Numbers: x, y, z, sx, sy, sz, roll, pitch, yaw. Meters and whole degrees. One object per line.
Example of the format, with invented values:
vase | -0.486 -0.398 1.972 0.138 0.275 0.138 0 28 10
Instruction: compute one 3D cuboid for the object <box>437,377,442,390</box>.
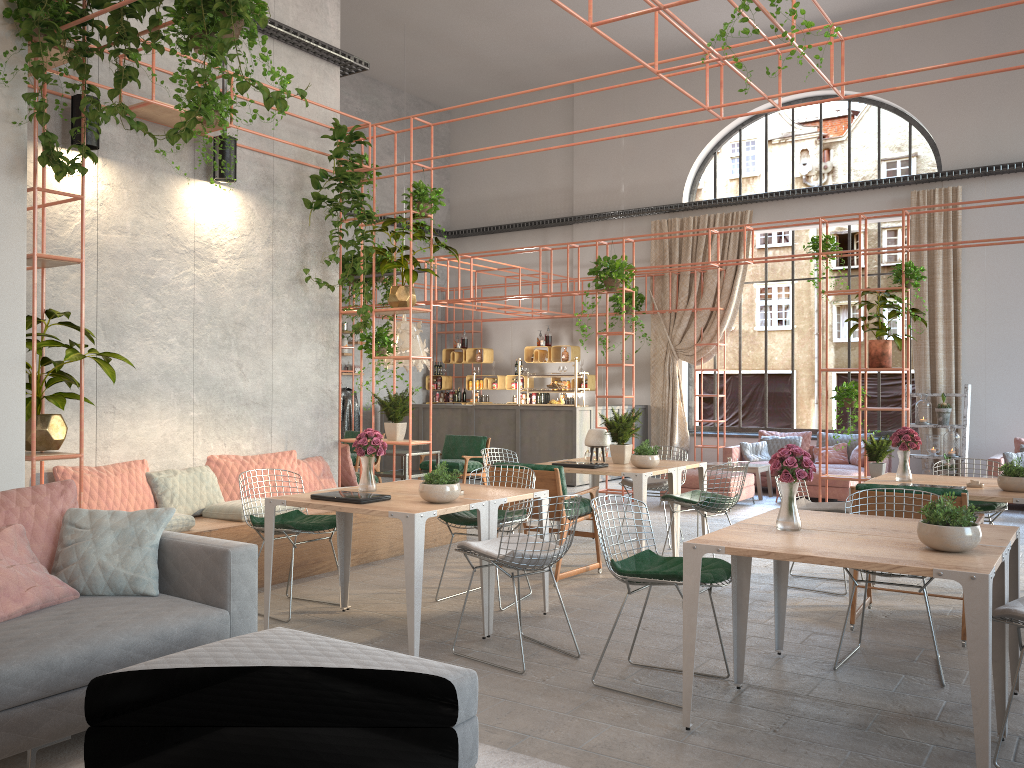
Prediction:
object | -1.417 -0.014 17.493 0.094 0.248 0.072 0 0 34

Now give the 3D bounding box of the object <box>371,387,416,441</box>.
object | -1.105 0.279 8.441 0.368 0.527 0.438 0 0 34

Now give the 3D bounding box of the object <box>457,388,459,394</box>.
object | -1.048 0.214 17.344 0.074 0.287 0.072 0 0 -24

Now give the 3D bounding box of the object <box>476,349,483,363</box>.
object | -0.632 -0.537 17.088 0.137 0.261 0.137 0 0 -20

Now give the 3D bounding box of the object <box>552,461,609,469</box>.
object | 0.593 0.705 7.719 0.427 0.031 0.268 0 0 34

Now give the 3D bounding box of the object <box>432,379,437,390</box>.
object | -1.540 0.012 17.591 0.131 0.207 0.131 0 0 -11

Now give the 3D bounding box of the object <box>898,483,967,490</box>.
object | 2.916 0.729 6.185 0.427 0.031 0.268 0 0 34

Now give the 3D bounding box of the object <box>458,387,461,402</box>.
object | -1.020 0.211 17.227 0.066 0.291 0.066 0 0 18

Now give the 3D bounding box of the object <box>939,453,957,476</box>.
object | 6.010 1.186 12.214 0.236 0.464 0.225 0 0 12

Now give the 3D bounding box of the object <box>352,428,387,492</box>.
object | -0.931 0.497 5.800 0.225 0.414 0.213 0 0 26

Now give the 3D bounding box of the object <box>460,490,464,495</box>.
object | -0.363 0.670 5.648 0.115 0.078 0.115 0 0 39

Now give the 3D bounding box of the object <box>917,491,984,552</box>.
object | 1.842 0.579 3.745 0.252 0.247 0.247 0 0 34

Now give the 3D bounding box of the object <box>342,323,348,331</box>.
object | -2.985 -1.017 15.744 0.133 0.145 0.133 0 0 -4

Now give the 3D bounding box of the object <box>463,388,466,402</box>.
object | -0.932 0.214 17.374 0.074 0.287 0.072 0 0 -24

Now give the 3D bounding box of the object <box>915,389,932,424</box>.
object | 5.879 0.324 12.668 0.216 0.500 0.216 0 0 -24

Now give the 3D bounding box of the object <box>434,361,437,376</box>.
object | -1.510 -0.311 17.559 0.066 0.291 0.066 0 0 4

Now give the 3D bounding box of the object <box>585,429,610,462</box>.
object | 0.800 0.576 8.293 0.241 0.313 0.241 0 0 -11

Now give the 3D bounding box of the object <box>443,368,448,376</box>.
object | -1.340 -0.239 17.621 0.115 0.147 0.115 0 0 -11

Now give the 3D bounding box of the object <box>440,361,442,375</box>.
object | -1.420 -0.310 17.690 0.066 0.291 0.066 0 0 -16

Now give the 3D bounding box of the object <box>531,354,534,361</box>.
object | 0.409 -0.481 16.400 0.097 0.148 0.097 0 0 30

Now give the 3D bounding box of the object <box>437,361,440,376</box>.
object | -1.468 -0.311 17.624 0.066 0.291 0.066 0 0 40

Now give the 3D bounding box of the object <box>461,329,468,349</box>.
object | -0.928 -0.880 17.339 0.134 0.386 0.134 0 0 -22

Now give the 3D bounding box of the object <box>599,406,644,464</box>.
object | 0.996 0.458 8.031 0.368 0.527 0.438 0 0 34

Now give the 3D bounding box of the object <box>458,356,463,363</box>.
object | -0.983 -0.478 17.247 0.141 0.142 0.123 0 0 34

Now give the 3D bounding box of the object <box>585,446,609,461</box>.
object | 0.808 0.648 8.448 0.210 0.154 0.165 0 0 23

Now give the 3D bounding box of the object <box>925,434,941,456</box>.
object | 5.931 0.861 12.478 0.223 0.297 0.223 0 0 -37

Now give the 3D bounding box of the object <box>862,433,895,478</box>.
object | 4.164 0.811 10.076 0.368 0.527 0.438 0 0 34

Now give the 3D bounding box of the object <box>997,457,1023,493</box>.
object | 3.463 0.623 6.078 0.252 0.247 0.247 0 0 34

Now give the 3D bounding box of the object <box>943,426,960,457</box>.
object | 6.110 0.794 12.320 0.216 0.430 0.219 0 0 27

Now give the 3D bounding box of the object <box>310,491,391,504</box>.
object | -0.977 0.685 5.373 0.427 0.031 0.268 0 0 34

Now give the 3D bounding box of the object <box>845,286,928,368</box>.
object | 4.283 -0.654 10.094 0.923 0.946 0.924 0 0 0

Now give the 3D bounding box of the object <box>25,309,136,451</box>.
object | -2.943 -0.039 5.598 0.934 0.919 0.903 0 0 5

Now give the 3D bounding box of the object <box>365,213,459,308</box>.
object | -0.974 -1.188 8.489 0.934 0.947 0.903 0 0 -5

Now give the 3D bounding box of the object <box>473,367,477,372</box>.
object | -0.718 -0.246 17.046 0.083 0.159 0.083 0 0 43

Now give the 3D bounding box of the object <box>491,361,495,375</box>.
object | -0.355 -0.301 16.953 0.075 0.273 0.075 0 0 0

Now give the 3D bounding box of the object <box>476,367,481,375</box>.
object | -0.643 -0.246 16.996 0.083 0.159 0.083 0 0 43

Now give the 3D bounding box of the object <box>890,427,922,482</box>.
object | 2.977 0.529 6.711 0.225 0.414 0.213 0 0 26

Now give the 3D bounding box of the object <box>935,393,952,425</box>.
object | 6.093 0.347 12.521 0.212 0.457 0.217 0 0 -39

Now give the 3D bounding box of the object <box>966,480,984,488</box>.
object | 3.305 0.708 6.326 0.115 0.073 0.115 0 0 28

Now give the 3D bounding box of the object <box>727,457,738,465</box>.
object | 3.116 1.128 12.646 0.199 0.145 0.156 1 0 -42

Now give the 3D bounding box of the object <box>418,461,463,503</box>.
object | -0.429 0.579 5.266 0.254 0.247 0.248 0 0 34

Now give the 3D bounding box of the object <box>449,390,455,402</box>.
object | -1.173 0.233 17.328 0.094 0.248 0.072 0 0 34

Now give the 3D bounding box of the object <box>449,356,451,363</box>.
object | -1.186 -0.481 17.468 0.097 0.148 0.097 0 0 8

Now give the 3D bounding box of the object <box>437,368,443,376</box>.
object | -1.413 -0.240 17.511 0.115 0.147 0.115 0 0 -11

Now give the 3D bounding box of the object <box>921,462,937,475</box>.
object | 5.821 1.260 12.375 0.192 0.320 0.208 0 0 39

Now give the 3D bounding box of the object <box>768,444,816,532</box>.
object | 1.347 0.496 4.276 0.225 0.414 0.213 0 0 26

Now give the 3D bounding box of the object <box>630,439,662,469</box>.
object | 1.141 0.599 7.612 0.254 0.247 0.248 0 0 34
